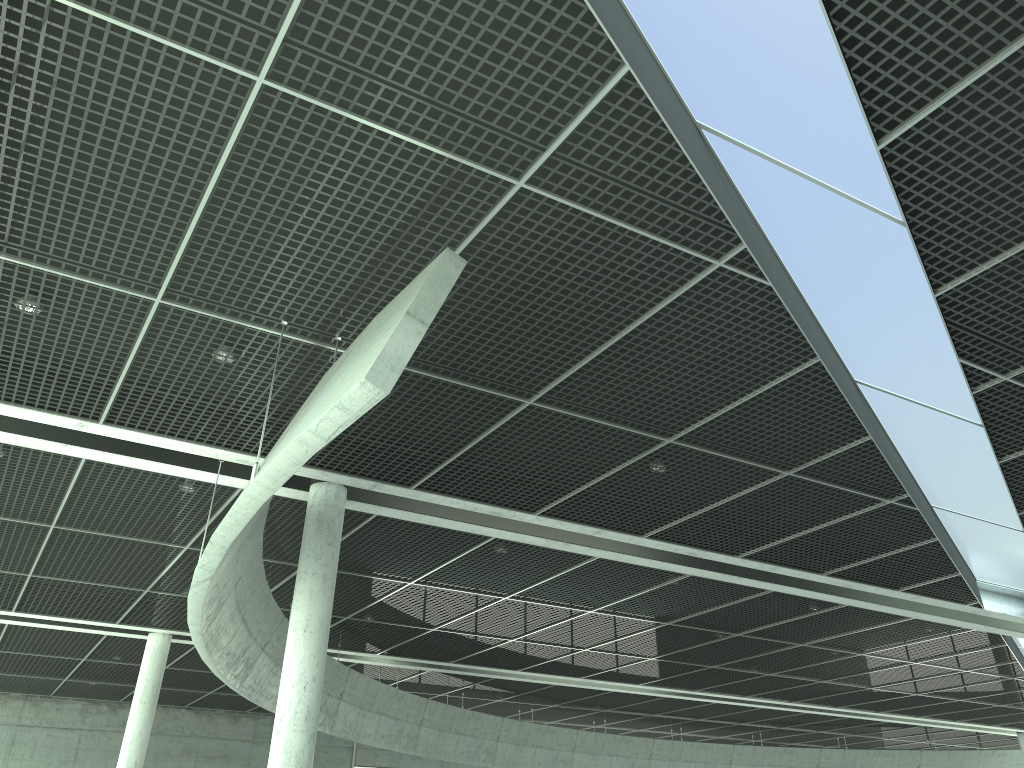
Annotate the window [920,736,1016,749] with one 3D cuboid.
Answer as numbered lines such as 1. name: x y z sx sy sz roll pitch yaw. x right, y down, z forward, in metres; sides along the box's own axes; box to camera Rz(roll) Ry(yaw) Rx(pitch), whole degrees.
1. window: 26.666 19.580 42.444 100.637 16.080 99.714 17 -35 -26

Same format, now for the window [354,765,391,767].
1. window: 1.158 43.980 77.660 33.479 10.662 0.159 17 -35 -26
